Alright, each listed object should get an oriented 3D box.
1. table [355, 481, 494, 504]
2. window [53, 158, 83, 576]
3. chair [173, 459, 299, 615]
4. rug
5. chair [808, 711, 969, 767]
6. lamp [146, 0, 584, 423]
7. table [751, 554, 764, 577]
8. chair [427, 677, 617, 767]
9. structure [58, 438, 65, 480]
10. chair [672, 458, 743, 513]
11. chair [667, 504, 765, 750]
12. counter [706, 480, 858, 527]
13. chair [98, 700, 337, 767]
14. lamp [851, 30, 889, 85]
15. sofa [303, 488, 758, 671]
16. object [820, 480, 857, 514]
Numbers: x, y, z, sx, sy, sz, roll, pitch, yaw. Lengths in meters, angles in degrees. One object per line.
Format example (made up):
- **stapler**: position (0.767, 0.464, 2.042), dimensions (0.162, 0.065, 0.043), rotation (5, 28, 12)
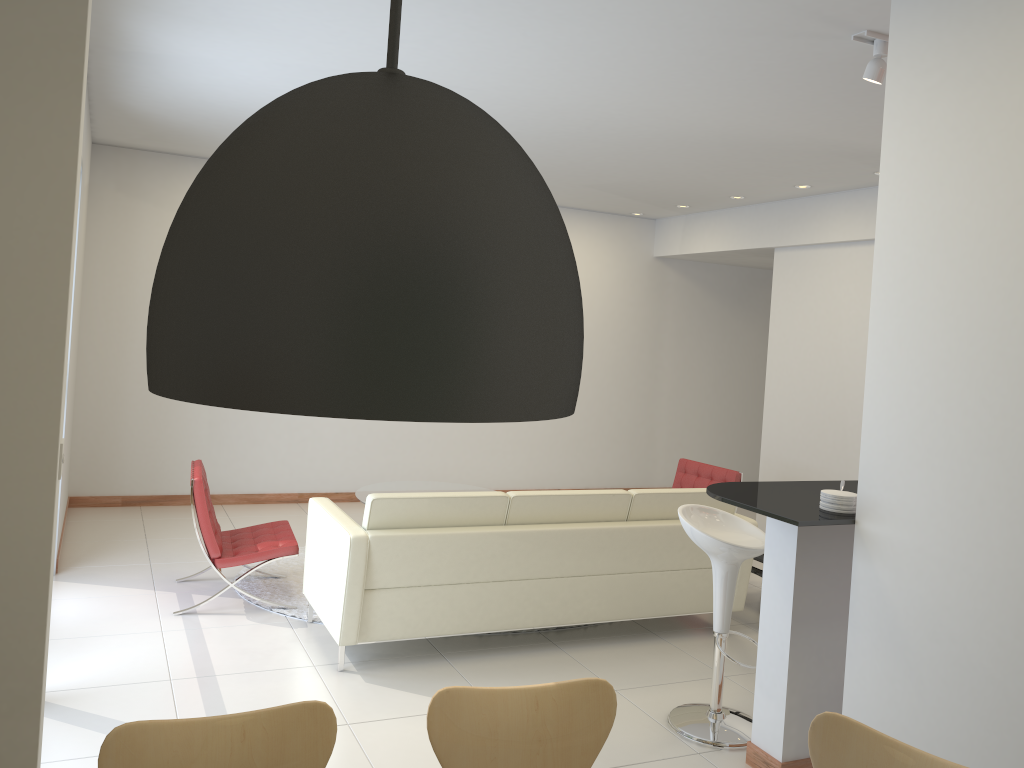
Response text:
- **table**: position (-0.615, 1.130, 7.213), dimensions (1.319, 0.404, 1.542), rotation (2, 4, -26)
- **window**: position (-2.265, 0.046, 4.272), dimensions (0.121, 2.712, 3.442), rotation (4, 2, -25)
- **chair**: position (-1.751, 0.944, 5.654), dimensions (0.705, 0.816, 0.701), rotation (3, 2, -20)
- **rug**: position (-0.303, 1.397, 6.483), dimensions (3.323, 0.004, 2.450), rotation (2, 4, -24)
- **chair**: position (0.774, 1.304, 1.966), dimensions (0.515, 0.906, 0.522), rotation (3, 1, -41)
- **lamp**: position (-0.151, -0.726, 1.253), dimensions (0.593, 1.493, 0.595), rotation (4, 1, -23)
- **table**: position (1.850, 1.359, 6.118), dimensions (0.700, 0.422, 0.919), rotation (3, 3, -25)
- **chair**: position (0.055, 1.245, 2.113), dimensions (0.521, 0.906, 0.517), rotation (4, 1, -18)
- **structure**: position (-1.324, 0.220, 2.605), dimensions (0.013, 0.104, 0.114), rotation (4, 2, -25)
- **chair**: position (1.371, 1.064, 7.186), dimensions (0.705, 0.816, 0.702), rotation (3, 2, -30)
- **chair**: position (0.986, 1.122, 4.193), dimensions (0.456, 1.021, 0.466), rotation (3, 1, -39)
- **counter**: position (2.193, 0.514, 4.056), dimensions (2.960, 0.019, 0.738), rotation (2, 4, -25)
- **chair**: position (-0.606, 1.217, 1.838), dimensions (0.520, 0.906, 0.517), rotation (3, 1, -25)
- **lamp**: position (2.312, -1.387, 4.218), dimensions (1.819, 0.199, 0.112), rotation (2, 2, -25)
- **sofa**: position (0.134, 1.032, 5.374), dimensions (2.561, 0.922, 1.003), rotation (2, 2, -25)
- **object**: position (1.268, 0.432, 3.397), dimensions (0.173, 0.097, 0.140), rotation (2, 3, -32)
